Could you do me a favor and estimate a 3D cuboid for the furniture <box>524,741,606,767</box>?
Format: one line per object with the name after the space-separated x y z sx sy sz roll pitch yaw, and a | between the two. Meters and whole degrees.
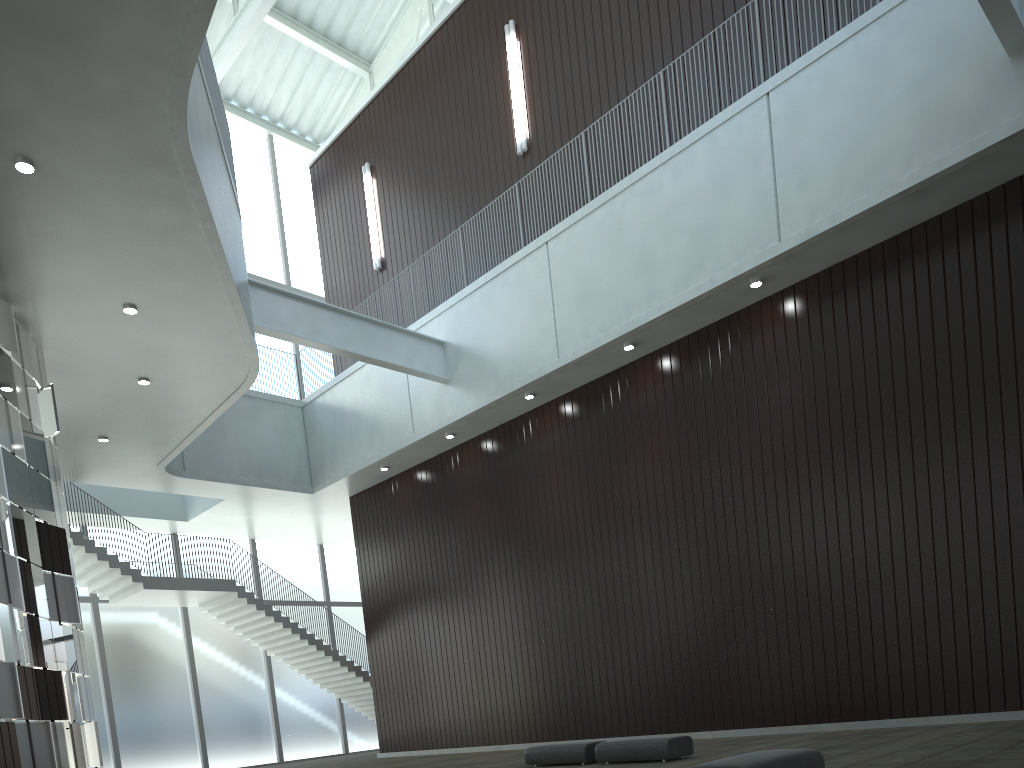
2.714 18.065 39.092 2.144 1.038 4.258 10 -26 -42 | furniture

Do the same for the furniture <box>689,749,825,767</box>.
6.370 10.298 21.032 4.052 1.037 2.254 14 -26 -43 | furniture

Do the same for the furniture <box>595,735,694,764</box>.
5.886 16.401 35.865 2.144 1.038 4.258 10 -26 -42 | furniture
